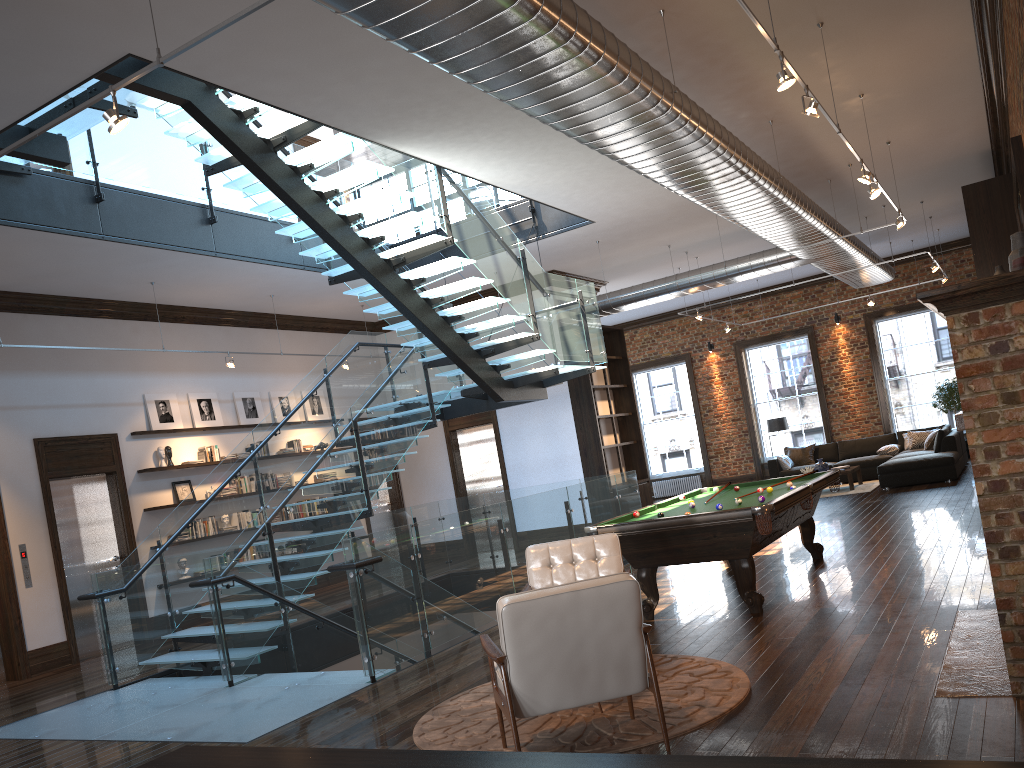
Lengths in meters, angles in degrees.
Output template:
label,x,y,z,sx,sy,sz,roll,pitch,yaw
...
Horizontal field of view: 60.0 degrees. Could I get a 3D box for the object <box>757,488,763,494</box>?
label,x,y,z,sx,sy,sz,roll,pitch,yaw
object,2.279,0.980,8.142,0.057,0.057,0.057,-10,-3,-5

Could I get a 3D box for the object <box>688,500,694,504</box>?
label,x,y,z,sx,sy,sz,roll,pitch,yaw
object,1.643,1.089,8.130,0.057,0.057,0.057,-9,-3,-23

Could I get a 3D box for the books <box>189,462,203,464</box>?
label,x,y,z,sx,sy,sz,roll,pitch,yaw
books,-4.405,1.102,12.231,0.143,0.011,0.254,-13,-6,29

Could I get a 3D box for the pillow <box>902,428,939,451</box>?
label,x,y,z,sx,sy,sz,roll,pitch,yaw
pillow,7.810,1.067,16.905,0.708,0.337,0.268,-12,-3,31

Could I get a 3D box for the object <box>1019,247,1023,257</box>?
label,x,y,z,sx,sy,sz,roll,pitch,yaw
object,2.831,-0.635,4.831,0.119,0.242,0.121,-9,-2,-40

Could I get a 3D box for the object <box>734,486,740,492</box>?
label,x,y,z,sx,sy,sz,roll,pitch,yaw
object,2.261,1.055,8.923,0.057,0.057,0.057,-9,-3,-12

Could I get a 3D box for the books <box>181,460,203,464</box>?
label,x,y,z,sx,sy,sz,roll,pitch,yaw
books,-4.407,1.080,12.230,0.143,0.011,0.254,-13,-6,31

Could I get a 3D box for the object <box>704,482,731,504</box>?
label,x,y,z,sx,sy,sz,roll,pitch,yaw
object,2.051,1.071,8.800,0.028,0.072,1.602,-10,-5,22

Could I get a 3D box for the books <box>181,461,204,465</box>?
label,x,y,z,sx,sy,sz,roll,pitch,yaw
books,-4.403,1.090,12.229,0.142,0.011,0.286,-12,-6,27

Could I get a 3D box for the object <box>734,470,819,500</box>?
label,x,y,z,sx,sy,sz,roll,pitch,yaw
object,2.558,0.956,8.500,1.596,0.072,0.028,-5,-4,-44

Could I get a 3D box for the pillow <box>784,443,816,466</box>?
label,x,y,z,sx,sy,sz,roll,pitch,yaw
pillow,5.856,1.466,18.103,0.706,0.439,0.303,-12,-3,30

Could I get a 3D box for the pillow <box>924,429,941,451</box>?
label,x,y,z,sx,sy,sz,roll,pitch,yaw
pillow,7.696,1.033,16.224,0.316,0.354,0.626,-11,-4,29

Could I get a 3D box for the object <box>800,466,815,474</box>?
label,x,y,z,sx,sy,sz,roll,pitch,yaw
object,5.360,1.568,16.031,0.217,0.159,0.220,-9,-4,-18

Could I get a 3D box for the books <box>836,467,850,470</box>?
label,x,y,z,sx,sy,sz,roll,pitch,yaw
books,5.932,1.536,16.011,0.260,0.024,0.207,-7,-6,-26

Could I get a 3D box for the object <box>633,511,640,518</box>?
label,x,y,z,sx,sy,sz,roll,pitch,yaw
object,1.102,1.157,7.854,0.057,0.057,0.057,-9,-3,-13

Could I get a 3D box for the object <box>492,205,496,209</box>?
label,x,y,z,sx,sy,sz,roll,pitch,yaw
object,-0.506,-2.676,13.549,0.540,0.768,0.521,-10,-2,0

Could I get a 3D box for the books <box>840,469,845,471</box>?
label,x,y,z,sx,sy,sz,roll,pitch,yaw
books,5.744,1.543,15.720,0.262,0.024,0.206,-10,-5,7

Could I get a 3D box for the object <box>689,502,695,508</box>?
label,x,y,z,sx,sy,sz,roll,pitch,yaw
object,1.588,1.070,7.820,0.057,0.057,0.057,-10,-3,0

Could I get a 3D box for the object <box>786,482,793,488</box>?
label,x,y,z,sx,sy,sz,roll,pitch,yaw
object,2.587,0.939,8.267,0.057,0.057,0.057,-9,-3,-15

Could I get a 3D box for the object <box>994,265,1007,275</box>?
label,x,y,z,sx,sy,sz,roll,pitch,yaw
object,2.698,-0.570,4.889,0.135,0.169,0.137,-9,-2,-18

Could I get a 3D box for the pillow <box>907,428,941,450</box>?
label,x,y,z,sx,sy,sz,roll,pitch,yaw
pillow,7.779,1.028,16.713,0.616,0.361,0.286,-12,-3,34

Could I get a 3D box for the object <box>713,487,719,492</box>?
label,x,y,z,sx,sy,sz,roll,pitch,yaw
object,2.142,1.110,9.308,0.058,0.057,0.057,-11,-3,31

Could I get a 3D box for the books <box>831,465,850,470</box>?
label,x,y,z,sx,sy,sz,roll,pitch,yaw
books,5.925,1.510,16.004,0.260,0.028,0.207,-7,-6,-28

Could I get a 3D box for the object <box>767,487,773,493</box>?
label,x,y,z,sx,sy,sz,roll,pitch,yaw
object,2.337,0.961,8.040,0.057,0.057,0.057,-11,-3,30

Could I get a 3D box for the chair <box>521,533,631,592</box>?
label,x,y,z,sx,sy,sz,roll,pitch,yaw
chair,0.435,1.492,5.923,0.770,0.864,0.741,-10,-2,10

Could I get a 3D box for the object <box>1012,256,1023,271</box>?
label,x,y,z,sx,sy,sz,roll,pitch,yaw
object,2.729,-0.591,4.757,0.081,0.178,0.082,-9,-1,-18

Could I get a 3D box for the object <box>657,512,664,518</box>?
label,x,y,z,sx,sy,sz,roll,pitch,yaw
object,1.228,1.086,7.320,0.057,0.057,0.057,-12,-3,35

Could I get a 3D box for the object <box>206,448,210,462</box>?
label,x,y,z,sx,sy,sz,roll,pitch,yaw
object,-4.305,1.002,12.414,0.155,0.206,0.010,-11,-1,30

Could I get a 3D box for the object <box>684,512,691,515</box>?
label,x,y,z,sx,sy,sz,roll,pitch,yaw
object,1.367,1.023,6.888,0.056,0.057,0.058,-7,-4,-42

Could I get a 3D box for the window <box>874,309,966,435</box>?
label,x,y,z,sx,sy,sz,roll,pitch,yaw
window,8.751,-0.183,18.899,1.530,2.749,0.154,-11,-1,30

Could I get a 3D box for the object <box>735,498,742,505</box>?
label,x,y,z,sx,sy,sz,roll,pitch,yaw
object,1.878,0.977,7.346,0.057,0.057,0.057,-9,-3,-21

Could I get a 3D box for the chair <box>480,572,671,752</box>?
label,x,y,z,sx,sy,sz,roll,pitch,yaw
chair,0.270,1.379,4.369,0.766,0.864,0.745,-9,-2,-10

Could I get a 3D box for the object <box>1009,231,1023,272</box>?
label,x,y,z,sx,sy,sz,roll,pitch,yaw
object,2.886,-0.683,5.003,0.144,0.349,0.146,-9,-1,-24

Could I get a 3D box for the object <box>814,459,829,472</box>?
label,x,y,z,sx,sy,sz,roll,pitch,yaw
object,5.602,1.484,16.075,0.214,0.250,0.217,-9,-3,-27

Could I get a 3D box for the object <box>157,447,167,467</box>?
label,x,y,z,sx,sy,sz,roll,pitch,yaw
object,-4.670,0.976,11.827,0.097,0.287,0.099,-10,-1,-18

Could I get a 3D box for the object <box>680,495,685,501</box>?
label,x,y,z,sx,sy,sz,roll,pitch,yaw
object,1.713,1.147,8.903,0.057,0.057,0.057,-11,-3,28

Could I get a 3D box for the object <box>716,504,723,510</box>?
label,x,y,z,sx,sy,sz,roll,pitch,yaw
object,1.675,0.995,7.163,0.057,0.057,0.056,-12,-3,35

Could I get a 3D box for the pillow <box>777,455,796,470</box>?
label,x,y,z,sx,sy,sz,roll,pitch,yaw
pillow,5.528,1.577,17.856,0.245,0.305,0.571,-11,-4,30

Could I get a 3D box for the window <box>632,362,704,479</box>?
label,x,y,z,sx,sy,sz,roll,pitch,yaw
window,3.887,0.919,21.785,1.530,2.749,0.154,-11,-1,30

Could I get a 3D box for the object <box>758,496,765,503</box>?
label,x,y,z,sx,sy,sz,roll,pitch,yaw
object,2.036,0.939,7.232,0.056,0.057,0.058,-8,-3,-38

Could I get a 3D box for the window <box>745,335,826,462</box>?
label,x,y,z,sx,sy,sz,roll,pitch,yaw
window,6.318,0.368,20.343,1.530,2.749,0.154,-11,-1,30

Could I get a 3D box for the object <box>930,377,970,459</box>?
label,x,y,z,sx,sy,sz,roll,pitch,yaw
object,9.026,0.788,18.076,0.818,1.861,0.795,-11,-1,38

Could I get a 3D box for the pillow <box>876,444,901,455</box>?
label,x,y,z,sx,sy,sz,roll,pitch,yaw
pillow,7.233,1.274,17.015,0.412,0.203,0.608,-12,-5,28
